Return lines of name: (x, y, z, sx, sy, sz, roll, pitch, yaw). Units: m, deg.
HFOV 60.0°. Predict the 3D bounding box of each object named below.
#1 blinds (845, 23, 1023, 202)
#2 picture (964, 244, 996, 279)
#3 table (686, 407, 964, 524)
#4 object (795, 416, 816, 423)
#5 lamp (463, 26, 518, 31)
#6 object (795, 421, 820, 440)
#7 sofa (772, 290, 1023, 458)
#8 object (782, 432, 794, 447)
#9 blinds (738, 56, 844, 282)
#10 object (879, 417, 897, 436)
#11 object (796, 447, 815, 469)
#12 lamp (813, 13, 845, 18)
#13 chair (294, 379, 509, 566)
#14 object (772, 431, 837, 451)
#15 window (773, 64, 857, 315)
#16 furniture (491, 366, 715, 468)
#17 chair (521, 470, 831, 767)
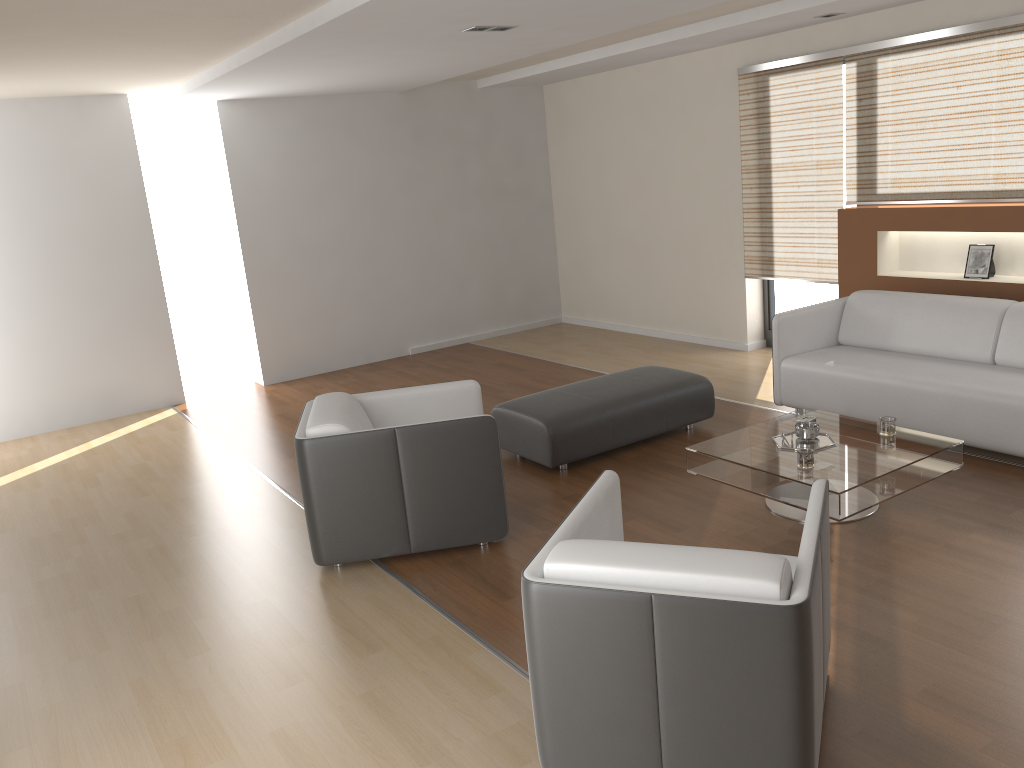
blinds: (2.785, -1.718, 5.777, 0.001, 1.044, 1.432, -14, 16, -31)
picture: (3.063, -0.803, 5.796, 0.133, 0.216, 0.159, -16, 17, -36)
table: (1.497, 0.434, 4.302, 0.900, 0.300, 0.900, -14, 16, -31)
object: (1.528, 0.187, 4.601, 0.064, 0.029, 0.158, 6, 18, 38)
lamp: (-0.129, -2.081, 5.086, 0.291, 0.087, 0.146, -14, 16, -31)
object: (1.451, 0.227, 4.357, 0.118, 0.079, 0.117, -12, 15, -24)
sofa: (2.662, -0.094, 5.030, 0.919, 0.661, 2.238, -14, 16, -31)
object: (1.350, 0.269, 4.320, 0.051, 0.035, 0.147, -3, 14, 9)
blinds: (2.147, -1.617, 6.861, 0.001, 1.635, 0.980, -14, 16, -31)
object: (1.825, 0.206, 4.306, 0.079, 0.077, 0.079, -18, 19, -42)
object: (1.321, 0.333, 3.990, 0.079, 0.077, 0.079, -18, 19, -42)
lamp: (2.134, -2.521, 5.963, 0.146, 0.087, 0.146, -14, 16, -31)
chair: (-0.543, 0.384, 4.377, 0.919, 0.661, 0.767, -7, 14, -7)
object: (1.419, 0.277, 4.317, 0.315, 0.011, 0.273, -12, 15, -24)
window: (2.399, -1.427, 7.061, 0.010, 2.093, 0.889, -14, 16, -31)
furniture: (0.577, 0.160, 5.569, 1.291, 0.301, 0.685, -14, 16, -31)
chair: (0.550, 0.709, 2.716, 0.767, 0.706, 0.919, 0, 15, 23)
